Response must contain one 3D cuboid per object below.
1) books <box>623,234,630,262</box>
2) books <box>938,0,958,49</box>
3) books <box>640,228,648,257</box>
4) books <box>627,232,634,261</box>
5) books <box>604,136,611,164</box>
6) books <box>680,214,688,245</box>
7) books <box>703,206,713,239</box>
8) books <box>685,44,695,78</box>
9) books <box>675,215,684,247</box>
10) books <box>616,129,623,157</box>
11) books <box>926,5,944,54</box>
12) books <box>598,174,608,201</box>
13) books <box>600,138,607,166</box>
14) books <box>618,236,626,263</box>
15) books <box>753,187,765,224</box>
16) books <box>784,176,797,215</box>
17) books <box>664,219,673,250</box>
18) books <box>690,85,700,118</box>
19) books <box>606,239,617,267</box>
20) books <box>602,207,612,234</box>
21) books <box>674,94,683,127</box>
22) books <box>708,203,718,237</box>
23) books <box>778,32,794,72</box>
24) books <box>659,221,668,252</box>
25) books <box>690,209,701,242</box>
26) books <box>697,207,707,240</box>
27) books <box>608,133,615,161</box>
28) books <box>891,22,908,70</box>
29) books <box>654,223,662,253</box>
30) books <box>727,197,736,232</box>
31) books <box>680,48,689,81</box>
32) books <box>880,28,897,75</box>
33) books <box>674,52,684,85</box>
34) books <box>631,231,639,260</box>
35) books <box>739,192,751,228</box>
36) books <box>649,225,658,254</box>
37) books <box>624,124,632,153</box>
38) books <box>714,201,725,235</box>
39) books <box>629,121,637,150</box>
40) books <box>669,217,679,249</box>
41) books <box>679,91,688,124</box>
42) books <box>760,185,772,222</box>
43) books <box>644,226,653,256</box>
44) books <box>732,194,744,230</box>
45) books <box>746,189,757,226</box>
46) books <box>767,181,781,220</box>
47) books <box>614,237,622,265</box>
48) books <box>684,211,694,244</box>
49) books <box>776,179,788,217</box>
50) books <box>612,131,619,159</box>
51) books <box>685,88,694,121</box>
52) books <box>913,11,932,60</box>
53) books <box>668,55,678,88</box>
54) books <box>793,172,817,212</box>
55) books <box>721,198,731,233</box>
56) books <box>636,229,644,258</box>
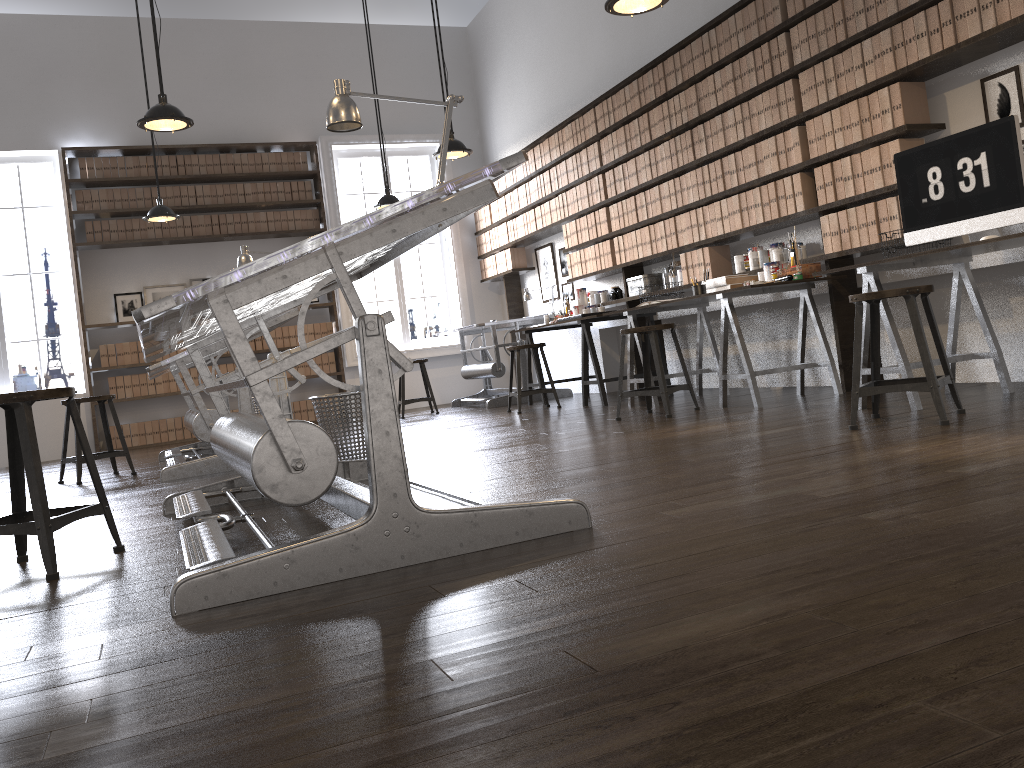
[{"bbox_3d":[0.991,-1.091,7.085,0.175,0.226,0.066,-7,-1,-22],"label":"books"},{"bbox_3d":[2.104,-1.688,4.159,0.175,0.226,0.066,-7,-1,-22],"label":"books"},{"bbox_3d":[1.092,-1.095,6.830,0.175,0.226,0.066,-7,-1,-22],"label":"books"},{"bbox_3d":[1.016,-1.092,7.020,0.175,0.226,0.066,-7,-1,-22],"label":"books"},{"bbox_3d":[0.850,-1.899,7.196,0.175,0.226,0.066,-7,-1,-22],"label":"books"},{"bbox_3d":[1.302,-1.105,6.310,0.175,0.226,0.066,-7,-1,-22],"label":"books"},{"bbox_3d":[1.408,-1.110,6.054,0.175,0.226,0.066,-7,-1,-22],"label":"books"},{"bbox_3d":[1.285,-2.196,6.041,0.175,0.226,0.066,-7,-1,-22],"label":"books"},{"bbox_3d":[1.280,-1.104,6.372,0.175,0.226,0.066,-7,-1,-22],"label":"books"},{"bbox_3d":[0.927,-1.903,7.005,0.175,0.226,0.066,-7,-1,-22],"label":"books"},{"bbox_3d":[2.081,-1.687,4.231,0.175,0.226,0.066,-7,-1,-22],"label":"books"},{"bbox_3d":[0.820,-1.630,7.350,0.175,0.226,0.066,-7,-1,-22],"label":"books"},{"bbox_3d":[0.826,-1.898,7.261,0.175,0.226,0.066,-7,-1,-22],"label":"books"},{"bbox_3d":[0.962,-1.089,7.149,0.175,0.226,0.066,-7,-1,-22],"label":"books"},{"bbox_3d":[1.610,-1.119,5.542,0.175,0.226,0.066,-7,-1,-22],"label":"books"},{"bbox_3d":[1.720,-1.124,5.268,0.175,0.226,0.066,-7,-1,-22],"label":"books"},{"bbox_3d":[1.224,-1.102,6.509,0.175,0.226,0.066,-7,-1,-22],"label":"books"},{"bbox_3d":[1.314,-1.920,6.036,0.175,0.226,0.066,-7,-1,-22],"label":"books"},{"bbox_3d":[0.883,-1.086,7.338,0.175,0.226,0.066,-7,-1,-22],"label":"books"},{"bbox_3d":[0.850,-1.354,7.339,0.175,0.226,0.066,-7,-1,-22],"label":"books"},{"bbox_3d":[1.239,-1.917,6.223,0.175,0.226,0.066,-7,-1,-22],"label":"books"},{"bbox_3d":[1.433,-1.111,5.989,0.175,0.226,0.066,-7,-1,-22],"label":"books"},{"bbox_3d":[1.660,-1.936,5.189,0.175,0.226,0.066,-7,-1,-22],"label":"books"},{"bbox_3d":[1.193,-1.100,6.573,0.175,0.226,0.066,-7,-1,-22],"label":"books"},{"bbox_3d":[1.349,-1.107,6.183,0.175,0.226,0.066,-7,-1,-22],"label":"books"},{"bbox_3d":[1.379,-1.108,6.117,0.175,0.226,0.066,-7,-1,-22],"label":"books"},{"bbox_3d":[0.873,-1.900,7.129,0.175,0.226,0.066,-7,-1,-22],"label":"books"},{"bbox_3d":[2.001,-1.684,4.428,0.175,0.226,0.066,-7,-1,-22],"label":"books"},{"bbox_3d":[1.170,-1.099,6.640,0.175,0.226,0.066,-7,-1,-22],"label":"books"},{"bbox_3d":[1.509,-1.115,5.798,0.175,0.226,0.066,-7,-1,-22],"label":"books"},{"bbox_3d":[1.261,-2.195,6.106,0.175,0.226,0.066,-7,-1,-22],"label":"books"},{"bbox_3d":[1.971,-1.682,4.488,0.175,0.226,0.066,-7,-1,-22],"label":"books"},{"bbox_3d":[1.231,-2.193,6.169,0.175,0.226,0.066,-7,-1,-22],"label":"books"},{"bbox_3d":[1.038,-1.093,6.954,0.175,0.226,0.066,-7,-1,-22],"label":"books"},{"bbox_3d":[1.561,-1.117,5.675,0.175,0.226,0.066,-7,-1,-22],"label":"books"},{"bbox_3d":[1.144,-1.098,6.706,0.175,0.226,0.066,-7,-1,-22],"label":"books"},{"bbox_3d":[0.978,-1.905,6.882,0.175,0.226,0.066,-7,-1,-22],"label":"books"},{"bbox_3d":[1.455,-1.112,5.922,0.175,0.226,0.066,-7,-1,-22],"label":"books"},{"bbox_3d":[1.005,-1.906,6.816,0.175,0.226,0.066,-7,-1,-22],"label":"books"},{"bbox_3d":[1.247,-1.102,6.438,0.175,0.226,0.066,-7,-1,-22],"label":"books"},{"bbox_3d":[1.268,-1.918,6.157,0.175,0.226,0.066,-7,-1,-22],"label":"books"},{"bbox_3d":[1.641,-1.121,5.478,0.175,0.226,0.066,-7,-1,-22],"label":"books"},{"bbox_3d":[1.113,-1.096,6.766,0.175,0.226,0.066,-7,-1,-22],"label":"books"},{"bbox_3d":[1.530,-1.115,5.735,0.175,0.226,0.066,-7,-1,-22],"label":"books"},{"bbox_3d":[1.587,-1.118,5.609,0.175,0.226,0.066,-7,-1,-22],"label":"books"},{"bbox_3d":[1.664,-1.121,5.407,0.175,0.226,0.066,-7,-1,-22],"label":"books"},{"bbox_3d":[0.932,-1.088,7.214,0.175,0.226,0.066,-7,-1,-22],"label":"books"},{"bbox_3d":[1.321,-1.105,6.250,0.175,0.226,0.066,-7,-1,-22],"label":"books"},{"bbox_3d":[1.697,-1.123,5.340,0.175,0.226,0.066,-7,-1,-22],"label":"books"},{"bbox_3d":[0.902,-1.901,7.063,0.175,0.226,0.066,-7,-1,-22],"label":"books"},{"bbox_3d":[1.293,-1.920,6.099,0.175,0.226,0.066,-7,-1,-22],"label":"books"},{"bbox_3d":[2.051,-1.686,4.295,0.175,0.226,0.066,-7,-1,-22],"label":"books"},{"bbox_3d":[1.201,-2.192,6.235,0.175,0.226,0.066,-7,-1,-22],"label":"books"},{"bbox_3d":[1.751,-1.126,5.197,0.175,0.226,0.066,-7,-1,-22],"label":"books"},{"bbox_3d":[1.484,-1.113,5.856,0.175,0.226,0.066,-7,-1,-22],"label":"books"},{"bbox_3d":[1.067,-1.094,6.887,0.175,0.226,0.066,-7,-1,-22],"label":"books"}]
